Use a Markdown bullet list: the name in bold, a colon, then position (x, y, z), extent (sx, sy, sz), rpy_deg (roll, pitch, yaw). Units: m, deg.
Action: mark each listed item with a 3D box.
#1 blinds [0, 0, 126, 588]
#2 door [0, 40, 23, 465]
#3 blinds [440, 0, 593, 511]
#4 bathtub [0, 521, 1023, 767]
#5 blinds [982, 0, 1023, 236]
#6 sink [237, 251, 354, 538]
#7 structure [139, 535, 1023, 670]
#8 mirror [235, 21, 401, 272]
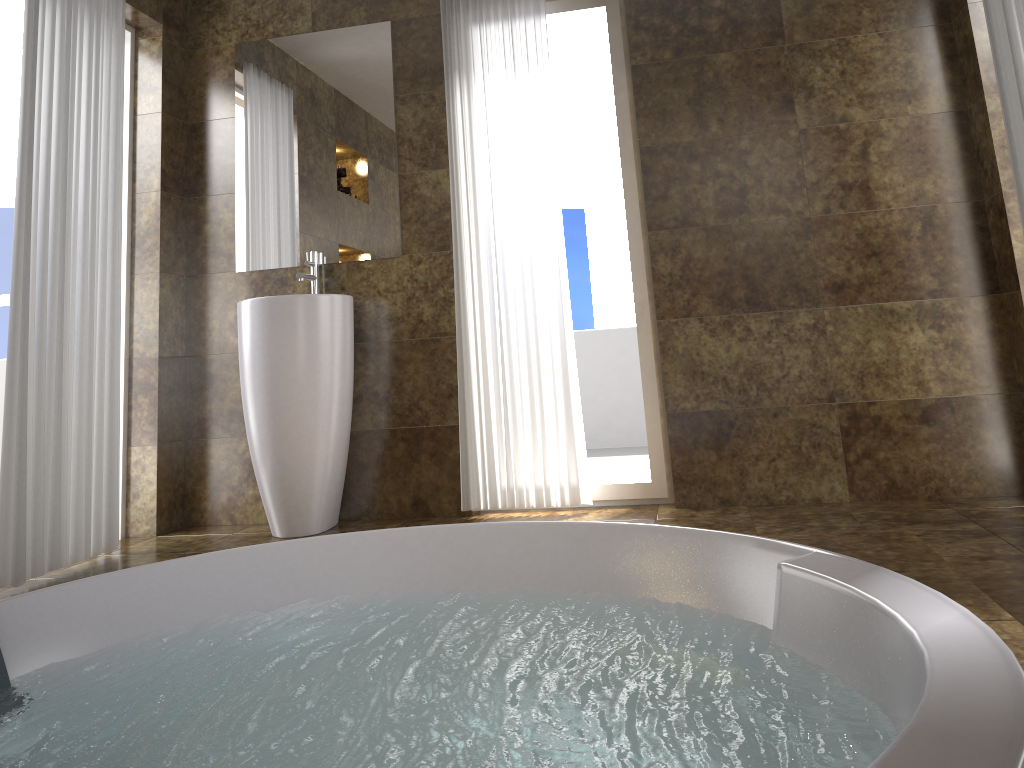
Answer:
- **blinds**: position (-1.589, -0.524, 3.143), extent (0.067, 2.339, 0.582), rpy_deg (-6, -10, 12)
- **door**: position (-2.181, -0.446, 3.720), extent (0.961, 2.288, 0.038), rpy_deg (-4, -11, 1)
- **blinds**: position (-0.021, -0.652, 3.601), extent (0.517, 2.327, 0.065), rpy_deg (-6, -11, 10)
- **bathtub**: position (-0.214, 0.520, 1.268), extent (1.720, 0.537, 1.744), rpy_deg (-4, 1, 42)
- **blinds**: position (1.609, -0.735, 2.645), extent (0.069, 2.339, 0.469), rpy_deg (-6, -11, 12)
- **sink**: position (-0.862, 0.005, 3.458), extent (0.456, 1.167, 0.424), rpy_deg (-6, -10, 14)
- **structure**: position (-0.212, 0.528, 1.268), extent (1.996, 0.127, 1.972), rpy_deg (-4, 1, 11)
- **mirror**: position (-0.888, -1.071, 3.882), extent (0.765, 1.122, 0.008), rpy_deg (-5, -11, 10)
